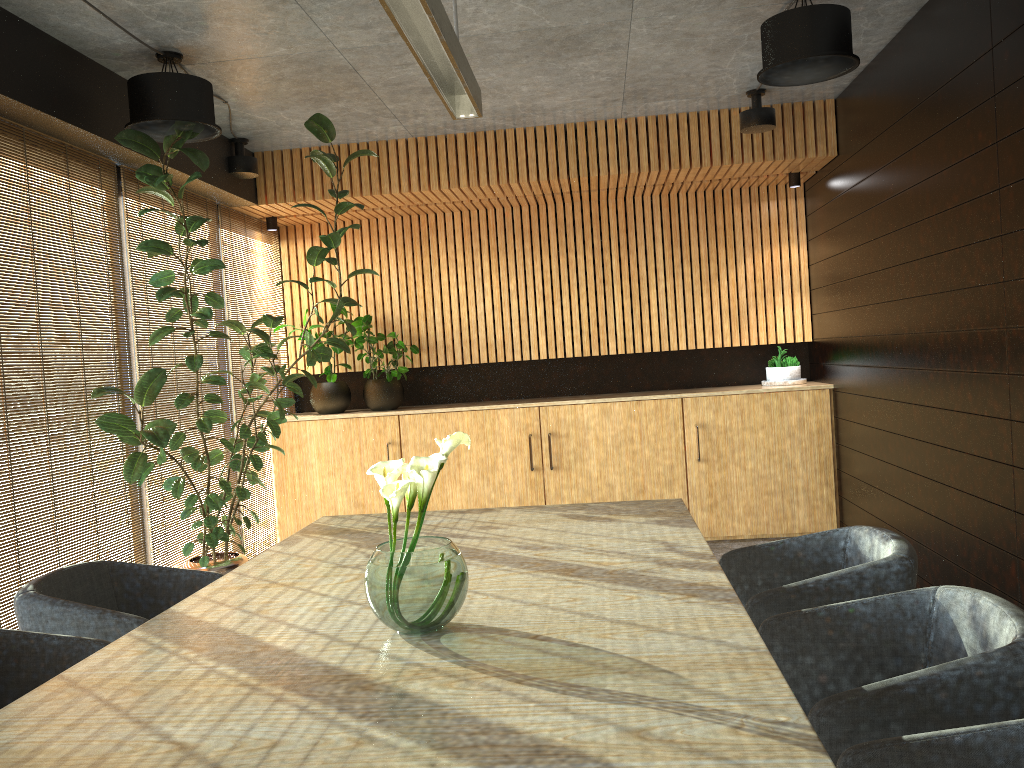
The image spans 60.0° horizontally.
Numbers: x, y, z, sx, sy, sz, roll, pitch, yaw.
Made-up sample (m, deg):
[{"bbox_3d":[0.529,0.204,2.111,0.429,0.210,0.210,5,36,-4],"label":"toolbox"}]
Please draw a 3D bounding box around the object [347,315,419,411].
[{"bbox_3d":[-1.228,-0.196,8.085,0.679,0.880,0.512,-4,2,9],"label":"object"}]

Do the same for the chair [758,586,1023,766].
[{"bbox_3d":[1.009,1.067,2.391,0.761,0.944,0.706,-4,2,6],"label":"chair"}]

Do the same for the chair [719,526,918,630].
[{"bbox_3d":[1.096,1.034,3.286,0.761,0.944,0.706,-4,2,6],"label":"chair"}]

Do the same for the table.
[{"bbox_3d":[-0.224,1.153,2.513,1.816,0.927,3.932,-4,2,6],"label":"table"}]

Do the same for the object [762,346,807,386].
[{"bbox_3d":[2.417,-0.166,7.908,0.384,0.347,0.384,-3,2,28],"label":"object"}]

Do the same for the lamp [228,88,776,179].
[{"bbox_3d":[-0.157,-1.885,6.674,4.179,0.294,0.257,-4,2,6],"label":"lamp"}]

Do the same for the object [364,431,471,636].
[{"bbox_3d":[-0.275,0.418,2.513,0.295,0.546,0.322,-3,2,16],"label":"object"}]

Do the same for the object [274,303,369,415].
[{"bbox_3d":[-1.742,-0.251,8.147,0.640,1.054,0.666,-5,2,-43],"label":"object"}]

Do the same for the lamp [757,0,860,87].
[{"bbox_3d":[1.537,-1.850,4.646,0.513,0.497,0.513,-3,2,35],"label":"lamp"}]

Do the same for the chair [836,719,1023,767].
[{"bbox_3d":[0.923,1.100,1.496,0.761,0.944,0.706,-4,2,6],"label":"chair"}]

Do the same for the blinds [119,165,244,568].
[{"bbox_3d":[-2.334,0.082,6.427,0.039,3.038,1.422,-4,2,6],"label":"blinds"}]

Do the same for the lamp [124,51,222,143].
[{"bbox_3d":[-1.917,-1.630,4.987,0.513,0.497,0.513,-5,2,-24],"label":"lamp"}]

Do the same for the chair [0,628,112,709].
[{"bbox_3d":[-1.574,1.232,2.646,0.761,0.944,0.706,-4,2,6],"label":"chair"}]

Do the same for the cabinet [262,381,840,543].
[{"bbox_3d":[0.305,0.780,8.074,4.954,1.272,1.006,-4,2,6],"label":"cabinet"}]

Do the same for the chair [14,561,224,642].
[{"bbox_3d":[-1.487,1.199,3.541,0.761,0.944,0.706,-4,2,6],"label":"chair"}]

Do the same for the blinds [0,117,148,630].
[{"bbox_3d":[-2.477,0.136,4.941,0.039,3.038,1.422,-4,2,6],"label":"blinds"}]

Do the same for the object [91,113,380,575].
[{"bbox_3d":[-1.950,-0.005,5.848,1.958,3.266,1.875,-2,2,44],"label":"object"}]

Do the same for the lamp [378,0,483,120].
[{"bbox_3d":[-0.434,-1.566,2.447,0.151,0.618,4.009,-4,2,6],"label":"lamp"}]

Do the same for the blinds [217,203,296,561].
[{"bbox_3d":[-2.193,0.029,7.888,0.039,3.038,1.422,-4,2,6],"label":"blinds"}]
